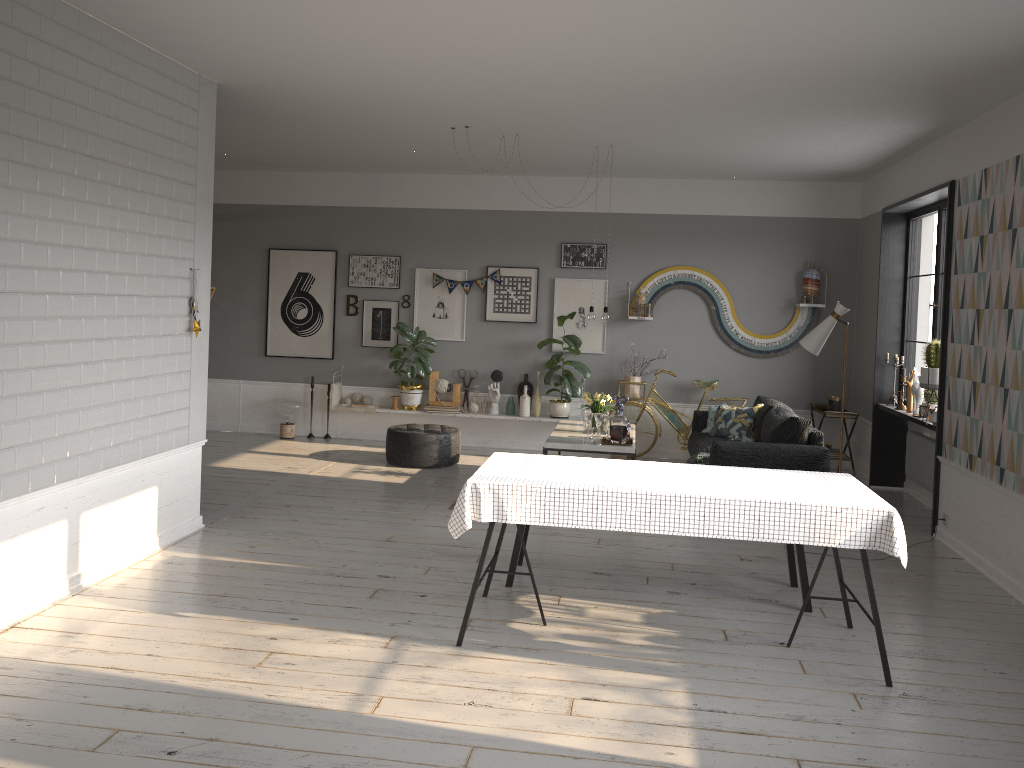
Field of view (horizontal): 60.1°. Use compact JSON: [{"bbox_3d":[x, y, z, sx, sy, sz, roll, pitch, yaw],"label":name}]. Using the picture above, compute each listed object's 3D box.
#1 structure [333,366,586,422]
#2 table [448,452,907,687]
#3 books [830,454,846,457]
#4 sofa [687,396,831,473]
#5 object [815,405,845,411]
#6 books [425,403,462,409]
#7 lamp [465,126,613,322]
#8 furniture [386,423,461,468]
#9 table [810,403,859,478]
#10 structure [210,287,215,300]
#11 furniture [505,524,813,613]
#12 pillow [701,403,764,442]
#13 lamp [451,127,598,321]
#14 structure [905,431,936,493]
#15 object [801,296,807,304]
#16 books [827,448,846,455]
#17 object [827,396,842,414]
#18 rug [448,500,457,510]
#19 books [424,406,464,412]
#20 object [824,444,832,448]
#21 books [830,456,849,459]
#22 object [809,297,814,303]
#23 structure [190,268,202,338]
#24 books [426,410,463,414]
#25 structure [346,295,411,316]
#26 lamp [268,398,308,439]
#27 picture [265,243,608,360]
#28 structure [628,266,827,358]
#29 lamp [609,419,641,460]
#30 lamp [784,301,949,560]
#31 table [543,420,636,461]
[{"bbox_3d":[-0.600,0.116,9.702,2.776,0.485,0.308,3,2,8],"label":"structure"},{"bbox_3d":[0.754,0.841,4.298,2.026,0.782,0.934,3,4,8],"label":"table"},{"bbox_3d":[3.193,0.688,8.828,0.201,0.022,0.299,3,5,9],"label":"books"},{"bbox_3d":[2.104,0.574,7.886,0.970,0.795,2.348,3,5,7],"label":"sofa"},{"bbox_3d":[3.253,0.249,9.048,0.247,0.015,0.319,3,5,8],"label":"object"},{"bbox_3d":[-0.747,0.241,9.701,0.379,0.017,0.230,3,5,5],"label":"books"},{"bbox_3d":[0.229,-1.301,7.379,1.395,1.533,0.074,1,2,-23],"label":"lamp"},{"bbox_3d":[-0.872,0.595,8.710,0.735,0.356,0.738,2,4,-5],"label":"furniture"},{"bbox_3d":[3.219,0.576,8.904,0.339,0.678,0.744,3,3,8],"label":"table"},{"bbox_3d":[-2.308,-0.838,6.084,0.495,0.774,0.185,3,2,8],"label":"structure"},{"bbox_3d":[0.828,0.937,5.087,1.670,0.455,0.467,3,3,8],"label":"furniture"},{"bbox_3d":[2.145,0.341,8.504,0.443,0.361,0.801,2,5,-10],"label":"pillow"},{"bbox_3d":[0.114,-1.313,7.456,1.395,1.533,0.074,1,2,-23],"label":"lamp"},{"bbox_3d":[3.511,0.681,7.369,0.149,0.426,1.227,2,5,6],"label":"structure"},{"bbox_3d":[3.014,-0.867,9.127,0.060,0.079,0.060,2,3,-3],"label":"object"},{"bbox_3d":[3.202,0.671,8.829,0.177,0.013,0.295,3,5,5],"label":"books"},{"bbox_3d":[3.168,0.206,8.701,0.138,0.160,0.142,-1,4,-44],"label":"object"},{"bbox_3d":[0.565,0.888,7.919,1.770,0.034,2.534,3,5,8],"label":"rug"},{"bbox_3d":[-0.746,0.264,9.691,0.384,0.029,0.261,3,5,9],"label":"books"},{"bbox_3d":[3.202,0.658,9.065,0.145,0.073,0.146,2,4,-6],"label":"object"},{"bbox_3d":[3.195,0.708,8.819,0.230,0.016,0.286,2,5,2],"label":"books"},{"bbox_3d":[3.076,-0.861,9.084,0.050,0.058,0.050,2,3,-2],"label":"object"},{"bbox_3d":[-2.041,-0.522,5.695,0.078,0.446,0.134,2,2,-4],"label":"structure"},{"bbox_3d":[-0.734,0.289,9.694,0.368,0.021,0.297,2,5,2],"label":"books"},{"bbox_3d":[-1.503,-0.885,9.962,0.739,0.262,0.024,3,1,8],"label":"structure"},{"bbox_3d":[-2.500,0.385,9.869,0.433,0.436,0.433,4,4,30],"label":"lamp"},{"bbox_3d":[-2.854,-0.875,8.110,7.295,1.791,4.052,3,5,8],"label":"picture"},{"bbox_3d":[2.232,-0.765,9.302,2.022,0.954,0.267,3,2,8],"label":"structure"},{"bbox_3d":[1.118,0.585,9.206,0.433,0.436,0.433,5,4,39],"label":"lamp"},{"bbox_3d":[2.521,0.286,6.113,1.247,1.699,0.681,3,2,6],"label":"lamp"},{"bbox_3d":[0.698,0.675,7.669,0.732,0.509,1.460,3,5,8],"label":"table"}]
